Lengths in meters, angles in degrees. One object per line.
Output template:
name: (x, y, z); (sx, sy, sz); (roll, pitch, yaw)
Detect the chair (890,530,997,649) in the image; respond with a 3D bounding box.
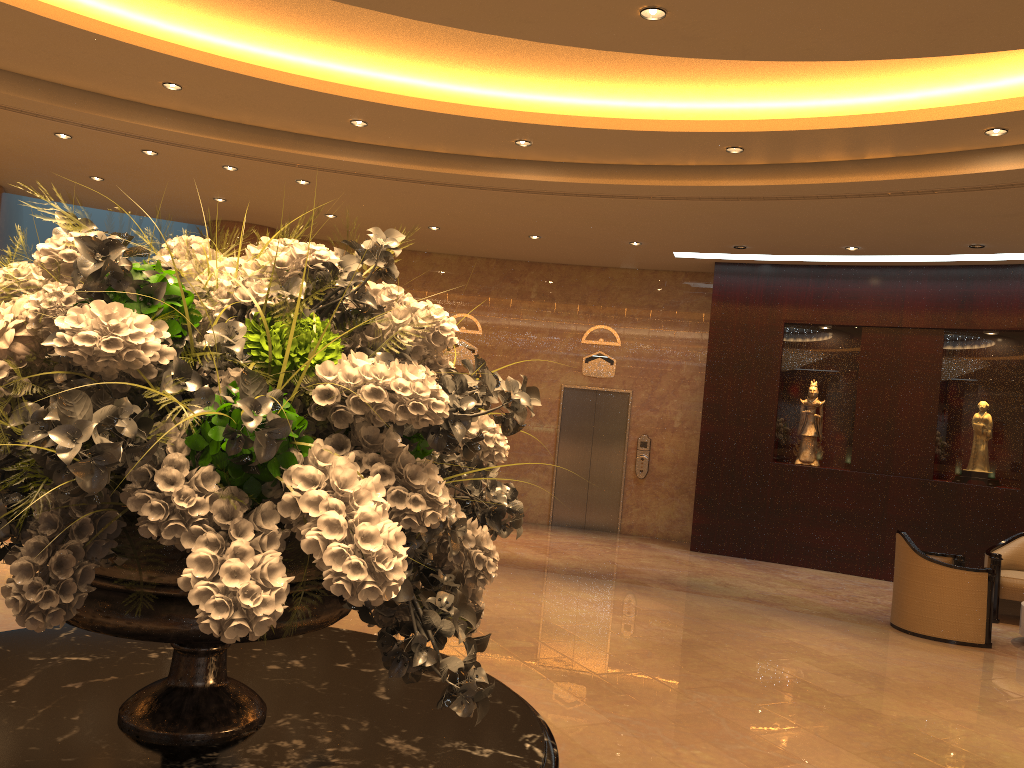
chair: (4.009, 1.880, 8.365); (0.769, 0.916, 0.951); (5, -1, 9)

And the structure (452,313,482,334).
structure: (-0.741, -0.933, 13.580); (0.600, 0.293, 0.010); (5, -1, -1)

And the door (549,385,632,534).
door: (1.193, 1.126, 13.415); (1.070, 2.149, 0.150); (5, -1, 10)

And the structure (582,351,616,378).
structure: (1.318, -0.298, 13.399); (0.504, 0.405, 0.012); (5, -1, 10)

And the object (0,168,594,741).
object: (-0.618, 0.153, 1.771); (1.318, 0.999, 1.277); (5, -1, 5)

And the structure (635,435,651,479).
structure: (1.946, 1.082, 13.189); (0.200, 0.661, 0.053); (5, -1, 14)

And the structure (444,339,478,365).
structure: (-0.783, -0.488, 13.571); (0.504, 0.405, 0.012); (5, -1, -1)

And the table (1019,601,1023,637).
table: (5.268, 2.269, 7.999); (1.196, 0.354, 1.196); (5, -1, 1)

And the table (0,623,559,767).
table: (-0.695, 1.194, 1.776); (1.493, 1.089, 1.493); (6, -2, -32)

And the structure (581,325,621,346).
structure: (1.358, -0.743, 13.409); (0.600, 0.293, 0.010); (5, -1, 10)

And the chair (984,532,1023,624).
chair: (5.432, 2.033, 9.236); (0.951, 0.916, 0.769); (5, -2, 24)

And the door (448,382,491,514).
door: (-0.917, 0.933, 13.578); (1.070, 2.145, 0.150); (5, -1, 0)
